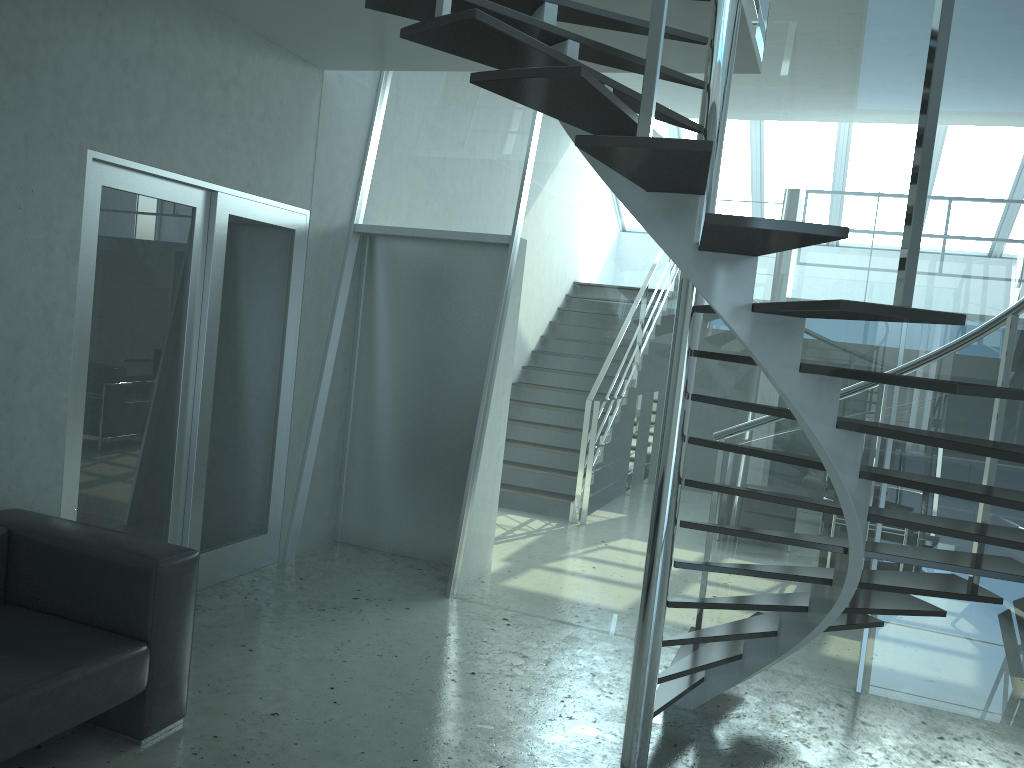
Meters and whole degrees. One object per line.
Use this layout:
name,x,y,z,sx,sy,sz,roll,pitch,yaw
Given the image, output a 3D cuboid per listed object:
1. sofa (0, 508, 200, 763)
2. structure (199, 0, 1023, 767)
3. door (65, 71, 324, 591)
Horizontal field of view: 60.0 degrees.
sofa,-1.929,0.886,2.505,0.943,0.652,2.025,8,4,20
structure,0.107,-0.697,3.383,3.780,4.156,2.655,8,4,20
door,-1.846,-0.357,5.187,1.162,3.200,2.576,5,4,-22
